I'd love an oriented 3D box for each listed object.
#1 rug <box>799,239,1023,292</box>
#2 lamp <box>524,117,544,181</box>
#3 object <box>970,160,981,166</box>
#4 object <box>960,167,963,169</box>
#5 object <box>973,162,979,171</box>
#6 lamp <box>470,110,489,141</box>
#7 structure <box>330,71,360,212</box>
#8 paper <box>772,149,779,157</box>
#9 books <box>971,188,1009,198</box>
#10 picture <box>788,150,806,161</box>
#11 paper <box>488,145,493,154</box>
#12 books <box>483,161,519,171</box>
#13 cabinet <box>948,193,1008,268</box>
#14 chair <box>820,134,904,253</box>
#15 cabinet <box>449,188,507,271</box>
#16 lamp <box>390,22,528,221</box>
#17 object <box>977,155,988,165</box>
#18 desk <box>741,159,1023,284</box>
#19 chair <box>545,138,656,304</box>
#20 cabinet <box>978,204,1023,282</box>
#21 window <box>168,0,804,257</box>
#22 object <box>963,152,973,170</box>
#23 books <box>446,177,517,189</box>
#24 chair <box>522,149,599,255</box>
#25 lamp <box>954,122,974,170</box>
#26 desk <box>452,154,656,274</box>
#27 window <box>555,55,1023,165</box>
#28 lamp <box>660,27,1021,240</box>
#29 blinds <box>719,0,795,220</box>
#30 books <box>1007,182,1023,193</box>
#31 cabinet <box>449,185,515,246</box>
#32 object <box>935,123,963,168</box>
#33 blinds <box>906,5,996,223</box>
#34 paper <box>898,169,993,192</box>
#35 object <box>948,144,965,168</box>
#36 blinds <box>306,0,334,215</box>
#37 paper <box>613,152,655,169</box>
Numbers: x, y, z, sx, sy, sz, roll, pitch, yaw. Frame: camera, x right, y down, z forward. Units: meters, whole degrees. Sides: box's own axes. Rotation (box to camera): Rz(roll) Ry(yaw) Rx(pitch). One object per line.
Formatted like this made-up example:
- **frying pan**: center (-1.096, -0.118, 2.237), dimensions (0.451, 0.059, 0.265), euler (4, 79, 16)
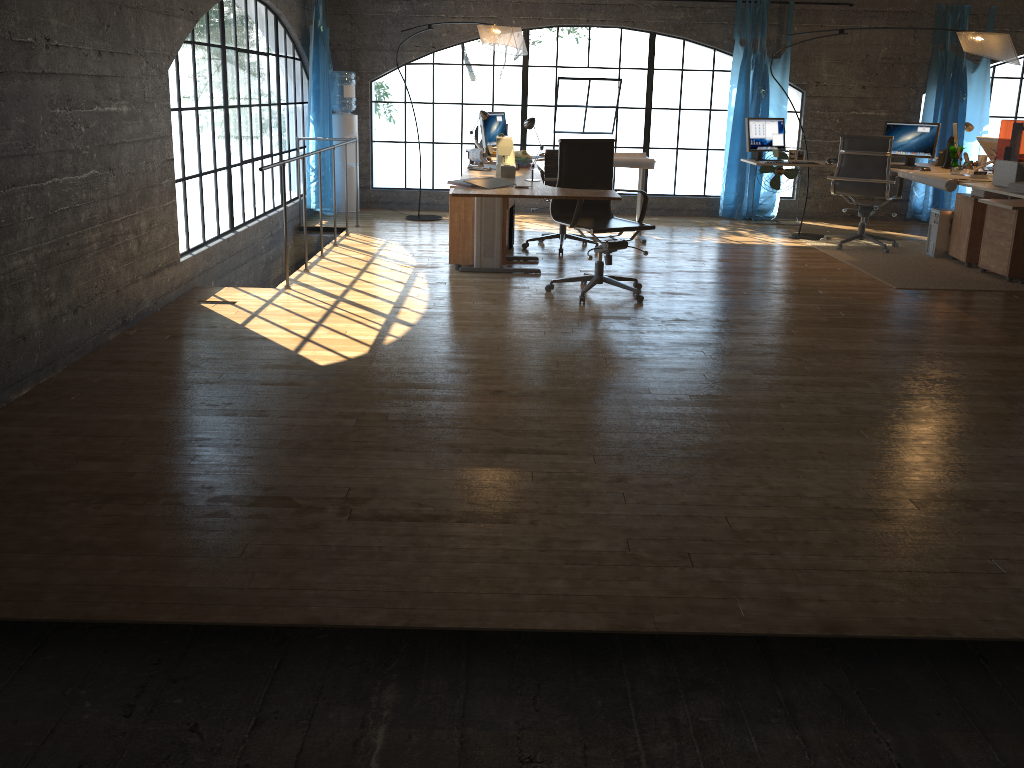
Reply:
- **rug**: center (3.536, -1.019, 7.372), dimensions (1.600, 0.005, 2.256), euler (1, 18, 0)
- **lamp**: center (0.143, -1.533, 5.766), dimensions (0.105, 0.400, 0.212), euler (-2, 15, -14)
- **object**: center (4.242, -2.032, 8.125), dimensions (0.135, 0.056, 0.158), euler (6, 18, 15)
- **object**: center (3.949, -1.874, 7.671), dimensions (0.132, 0.025, 0.135), euler (1, 18, 0)
- **object**: center (3.973, -1.866, 7.570), dimensions (0.099, 0.077, 0.036), euler (-14, 21, -41)
- **lamp**: center (-0.290, -2.149, 7.597), dimensions (0.208, 0.400, 0.107), euler (-8, 17, -32)
- **structure**: center (-1.805, -2.592, 9.462), dimensions (0.328, 1.443, 0.333), euler (6, 15, 19)
- **paper**: center (2.462, -2.154, 8.239), dimensions (0.078, 0.072, 0.019), euler (-8, 17, -29)
- **books**: center (3.917, -1.567, 7.131), dimensions (0.309, 0.107, 0.225), euler (2, 17, 1)
- **picture**: center (2.655, -2.132, 8.236), dimensions (0.158, 0.102, 0.033), euler (1, 14, 0)
- **paper**: center (-0.186, -2.068, 7.793), dimensions (0.019, 0.073, 0.080), euler (8, 17, 23)
- **books**: center (-0.111, -1.637, 6.613), dimensions (0.294, 0.053, 0.264), euler (16, 23, 38)
- **cabinet**: center (3.913, -1.249, 7.225), dimensions (0.473, 0.559, 0.435), euler (3, 15, 7)
- **chair**: center (3.151, -1.732, 7.942), dimensions (0.658, 0.992, 0.695), euler (11, 18, 32)
- **cabinet**: center (-0.260, -1.175, 6.692), dimensions (0.426, 0.559, 0.435), euler (1, 15, -3)
- **lamp**: center (-1.750, -3.047, 10.119), dimensions (0.388, 1.889, 6.349), euler (-8, 20, -34)
- **object**: center (4.366, -2.072, 8.187), dimensions (0.083, 0.098, 0.111), euler (4, 16, 10)
- **desk**: center (3.795, -1.192, 6.788), dimensions (3.258, 0.722, 3.558), euler (1, 18, 0)
- **chair**: center (0.616, -1.091, 5.817), dimensions (0.656, 0.992, 0.697), euler (-7, 17, -30)
- **cabinet**: center (3.892, -1.083, 6.720), dimensions (0.426, 0.559, 0.437), euler (1, 15, -3)
- **window**: center (-0.480, -2.677, 8.657), dimensions (7.010, 1.828, 3.235), euler (-13, 23, -38)
- **object**: center (3.892, -1.899, 7.538), dimensions (0.084, 0.156, 0.084), euler (-1, 15, -11)
- **books**: center (-0.189, -1.240, 5.422), dimensions (0.320, 0.043, 0.312), euler (14, 22, 33)
- **chair**: center (0.413, -1.580, 7.520), dimensions (0.653, 0.839, 0.701), euler (-2, 16, -13)
- **lamp**: center (3.868, -2.044, 7.584), dimensions (0.105, 0.400, 0.212), euler (4, 15, 10)
- **desk**: center (0.431, -1.268, 6.770), dimensions (1.635, 0.722, 3.597), euler (2, 18, 1)
- **window**: center (2.855, -2.814, 9.287), dimensions (12.262, 1.810, 4.005), euler (-6, 19, -21)
- **lamp**: center (1.855, -2.698, 9.330), dimensions (0.389, 1.889, 6.325), euler (-11, 22, -42)
- **blinds**: center (2.631, -2.904, 9.441), dimensions (0.667, 2.246, 0.263), euler (0, 14, -5)
- **books**: center (3.443, -1.294, 5.819), dimensions (0.312, 0.057, 0.225), euler (-13, 23, -38)
- **cabinet**: center (-0.239, -1.341, 7.197), dimensions (0.472, 0.559, 0.435), euler (3, 15, 7)
- **object**: center (3.991, -2.151, 7.949), dimensions (0.287, 0.382, 0.479), euler (8, 18, 24)
- **blinds**: center (4.787, -2.792, 9.450), dimensions (0.859, 2.365, 0.266), euler (3, 14, 8)
- **paper**: center (3.457, -1.590, 6.862), dimensions (0.581, 0.111, 0.873), euler (1, 18, 0)
- **object**: center (3.875, -1.990, 7.715), dimensions (0.248, 0.215, 0.117), euler (-12, 20, -39)
- **blinds**: center (-1.908, -2.856, 8.941), dimensions (0.262, 2.233, 0.968), euler (1, 14, -4)
- **paper**: center (0.833, -2.045, 8.044), dimensions (0.851, 0.111, 0.596), euler (1, 18, 0)
